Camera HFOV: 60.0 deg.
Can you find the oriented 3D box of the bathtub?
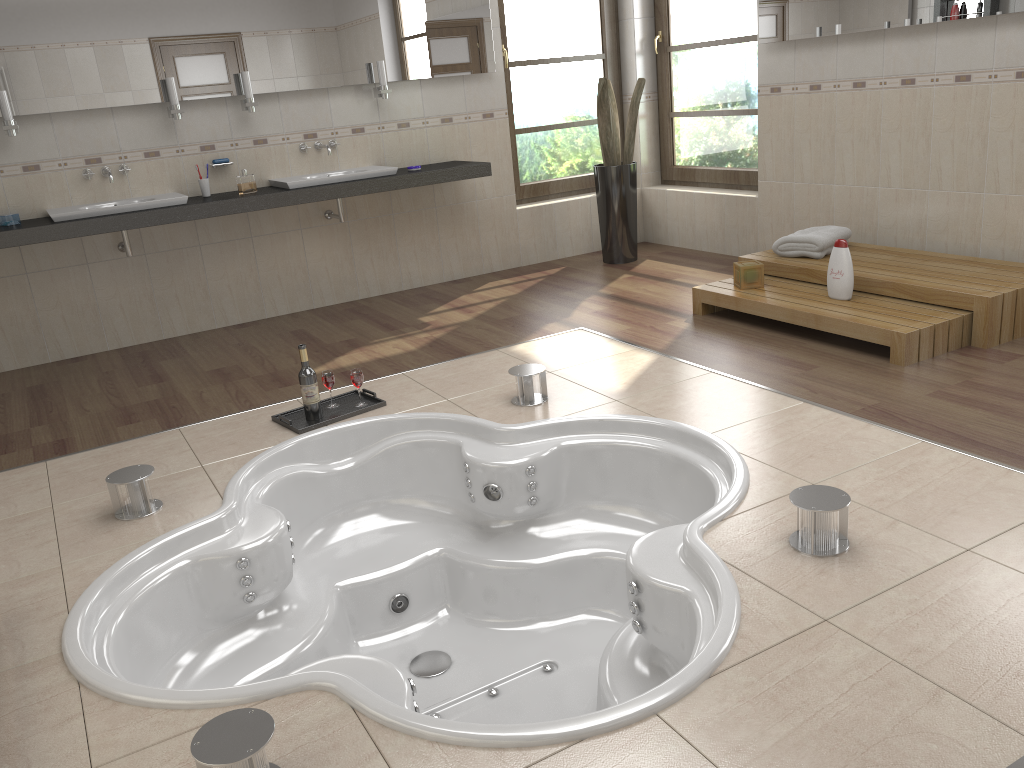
[{"bbox_3d":[-0.183,0.715,2.724,1.754,0.674,1.751,0,19,16],"label":"bathtub"}]

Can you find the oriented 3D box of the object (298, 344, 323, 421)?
[{"bbox_3d":[-0.816,-0.009,3.553,0.070,0.307,0.070,4,21,27],"label":"object"}]

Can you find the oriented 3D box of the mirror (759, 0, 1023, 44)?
[{"bbox_3d":[1.951,-2.010,4.157,0.005,0.600,2.200,-15,21,-26],"label":"mirror"}]

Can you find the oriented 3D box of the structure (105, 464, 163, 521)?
[{"bbox_3d":[-1.236,0.354,2.905,0.150,0.131,0.150,-12,19,-17],"label":"structure"}]

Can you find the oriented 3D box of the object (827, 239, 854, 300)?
[{"bbox_3d":[1.496,-0.522,4.038,0.063,0.276,0.134,-18,22,-33],"label":"object"}]

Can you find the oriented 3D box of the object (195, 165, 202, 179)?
[{"bbox_3d":[-1.724,-1.126,4.913,0.012,0.178,0.050,-2,19,11],"label":"object"}]

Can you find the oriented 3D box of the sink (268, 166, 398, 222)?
[{"bbox_3d":[-1.046,-1.107,5.284,0.670,0.288,0.403,-15,21,-26],"label":"sink"}]

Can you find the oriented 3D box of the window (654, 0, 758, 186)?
[{"bbox_3d":[1.307,-2.305,5.842,0.117,1.934,1.124,-15,21,-26],"label":"window"}]

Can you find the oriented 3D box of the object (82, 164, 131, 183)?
[{"bbox_3d":[-2.162,-1.123,4.747,0.245,0.082,0.211,-15,21,-26],"label":"object"}]

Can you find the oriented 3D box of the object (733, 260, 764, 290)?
[{"bbox_3d":[1.187,-0.548,4.450,0.120,0.120,0.120,-7,18,-2],"label":"object"}]

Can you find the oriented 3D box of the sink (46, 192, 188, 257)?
[{"bbox_3d":[-2.087,-0.827,4.758,0.670,0.288,0.403,-15,21,-26],"label":"sink"}]

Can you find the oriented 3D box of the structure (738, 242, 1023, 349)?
[{"bbox_3d":[1.856,-0.488,4.356,0.620,0.220,1.450,-15,21,-26],"label":"structure"}]

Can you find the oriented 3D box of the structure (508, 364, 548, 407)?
[{"bbox_3d":[0.066,0.003,3.563,0.150,0.131,0.150,-13,20,-22],"label":"structure"}]

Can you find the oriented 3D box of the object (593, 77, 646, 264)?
[{"bbox_3d":[0.672,-1.409,5.899,0.343,1.209,0.413,-15,21,-26],"label":"object"}]

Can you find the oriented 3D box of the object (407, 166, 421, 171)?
[{"bbox_3d":[-0.595,-1.314,5.398,0.083,0.020,0.083,-10,19,-13],"label":"object"}]

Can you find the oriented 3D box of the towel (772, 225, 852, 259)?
[{"bbox_3d":[1.601,-0.766,4.728,0.280,0.119,0.399,10,24,40],"label":"towel"}]

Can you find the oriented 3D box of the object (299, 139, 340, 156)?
[{"bbox_3d":[-1.120,-1.404,5.273,0.245,0.082,0.211,-15,21,-26],"label":"object"}]

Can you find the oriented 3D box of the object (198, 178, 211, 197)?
[{"bbox_3d":[-1.715,-1.096,4.954,0.058,0.100,0.058,-11,19,-16],"label":"object"}]

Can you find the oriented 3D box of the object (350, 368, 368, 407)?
[{"bbox_3d":[-0.635,0.015,3.671,0.055,0.153,0.055,-18,22,-33],"label":"object"}]

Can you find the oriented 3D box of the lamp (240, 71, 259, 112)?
[{"bbox_3d":[-1.478,-1.628,4.949,0.068,0.215,0.131,-15,21,-26],"label":"lamp"}]

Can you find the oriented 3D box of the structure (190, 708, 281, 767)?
[{"bbox_3d":[-0.504,0.704,1.643,0.150,0.131,0.150,-20,23,-36],"label":"structure"}]

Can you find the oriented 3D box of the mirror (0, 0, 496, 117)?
[{"bbox_3d":[-1.620,-1.894,4.873,3.430,0.600,0.005,-15,21,-26],"label":"mirror"}]

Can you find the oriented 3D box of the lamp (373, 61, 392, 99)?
[{"bbox_3d":[-0.784,-1.815,5.300,0.068,0.215,0.131,-15,21,-26],"label":"lamp"}]

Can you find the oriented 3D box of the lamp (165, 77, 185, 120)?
[{"bbox_3d":[-1.825,-1.534,4.774,0.068,0.215,0.131,-15,21,-26],"label":"lamp"}]

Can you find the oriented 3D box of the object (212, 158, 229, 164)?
[{"bbox_3d":[-1.660,-1.270,5.054,0.090,0.027,0.060,-14,20,-24],"label":"object"}]

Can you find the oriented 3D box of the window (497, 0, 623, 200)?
[{"bbox_3d":[0.322,-2.319,6.178,0.998,1.934,0.117,-15,21,-26],"label":"window"}]

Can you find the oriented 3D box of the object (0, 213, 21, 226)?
[{"bbox_3d":[-2.548,-0.831,4.488,0.102,0.053,0.072,8,23,35],"label":"object"}]

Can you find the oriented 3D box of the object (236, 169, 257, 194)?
[{"bbox_3d":[-1.476,-1.125,4.924,0.040,0.130,0.100,8,23,35],"label":"object"}]

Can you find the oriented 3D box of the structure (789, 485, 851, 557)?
[{"bbox_3d":[0.797,0.354,2.301,0.150,0.131,0.150,4,21,26],"label":"structure"}]

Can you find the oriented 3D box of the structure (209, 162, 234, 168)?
[{"bbox_3d":[-1.662,-1.255,5.068,0.124,0.034,0.092,-15,21,-26],"label":"structure"}]

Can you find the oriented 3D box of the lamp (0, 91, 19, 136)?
[{"bbox_3d":[-2.519,-1.347,4.423,0.068,0.215,0.131,-15,21,-26],"label":"lamp"}]

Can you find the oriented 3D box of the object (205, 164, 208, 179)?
[{"bbox_3d":[-1.703,-1.136,4.941,0.054,0.175,0.012,-6,18,-2],"label":"object"}]

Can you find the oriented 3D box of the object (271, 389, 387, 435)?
[{"bbox_3d":[-0.756,0.101,3.660,0.400,0.040,0.250,-19,23,-35],"label":"object"}]

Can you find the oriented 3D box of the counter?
[{"bbox_3d":[-1.646,-0.994,4.914,3.220,0.080,0.510,-15,21,-26],"label":"counter"}]

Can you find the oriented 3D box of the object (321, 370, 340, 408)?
[{"bbox_3d":[-0.757,0.020,3.691,0.055,0.153,0.055,-18,22,-33],"label":"object"}]

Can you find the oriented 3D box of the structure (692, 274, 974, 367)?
[{"bbox_3d":[1.515,-0.355,4.189,0.620,0.140,1.280,-15,21,-26],"label":"structure"}]
